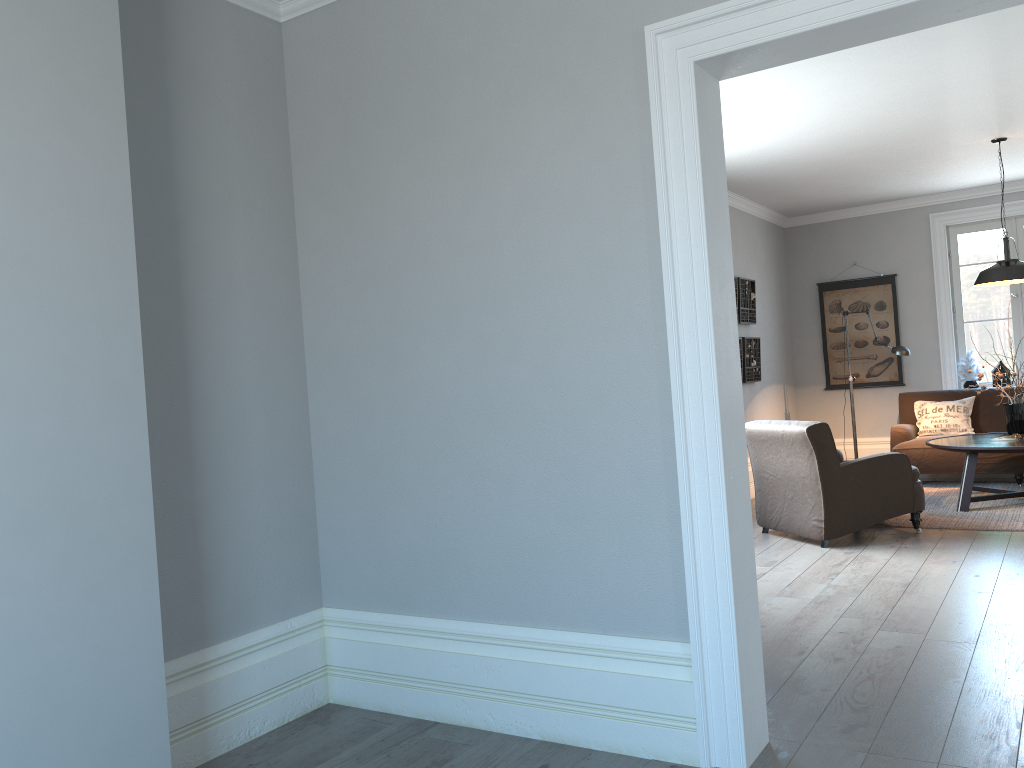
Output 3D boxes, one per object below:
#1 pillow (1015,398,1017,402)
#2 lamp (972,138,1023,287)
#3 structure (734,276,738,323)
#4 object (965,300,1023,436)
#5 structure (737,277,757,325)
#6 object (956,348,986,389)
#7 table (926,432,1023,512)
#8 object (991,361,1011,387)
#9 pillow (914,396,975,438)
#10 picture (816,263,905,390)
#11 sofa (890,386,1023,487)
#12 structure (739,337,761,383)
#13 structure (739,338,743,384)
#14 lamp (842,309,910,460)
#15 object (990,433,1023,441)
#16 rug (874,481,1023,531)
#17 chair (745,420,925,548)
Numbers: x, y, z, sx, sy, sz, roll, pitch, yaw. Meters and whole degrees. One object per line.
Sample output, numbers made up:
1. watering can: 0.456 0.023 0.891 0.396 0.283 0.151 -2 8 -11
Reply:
1. pillow: 4.623 0.274 7.662 0.472 0.348 0.159 -4 0 30
2. lamp: 3.691 -1.298 6.654 0.504 1.076 0.504 -4 0 -10
3. structure: 1.845 -0.735 7.688 0.099 0.416 0.468 -4 0 32
4. object: 3.828 -0.124 6.536 0.853 1.066 0.525 -4 0 3
5. structure: 2.150 -0.758 8.129 0.105 0.416 0.468 -4 0 32
6. object: 4.434 -0.131 8.611 0.248 0.424 0.262 -4 0 -22
7. table: 3.831 0.659 6.640 1.299 0.503 1.300 -4 0 25
8. object: 4.673 -0.078 8.472 0.155 0.284 0.155 -4 0 22
9. pillow: 3.963 0.311 8.127 0.519 0.369 0.240 -4 0 32
10. picture: 3.598 -0.611 9.186 0.793 1.313 0.057 -4 -1 32
11. sofa: 4.480 0.440 7.678 2.164 0.825 0.969 -4 0 32
12. structure: 2.192 -0.223 8.146 0.086 0.416 0.468 -4 0 32
13. structure: 1.900 -0.195 7.682 0.086 0.416 0.468 -4 0 32
14. lamp: 3.213 0.133 8.506 0.797 1.644 1.863 -4 0 -20
15. object: 3.776 0.386 6.557 0.153 0.067 0.404 -4 0 -40
16. rug: 3.889 0.850 6.654 2.818 0.090 2.400 -4 0 33
17. chair: 2.209 0.618 6.048 0.970 0.795 0.807 -4 0 -17
